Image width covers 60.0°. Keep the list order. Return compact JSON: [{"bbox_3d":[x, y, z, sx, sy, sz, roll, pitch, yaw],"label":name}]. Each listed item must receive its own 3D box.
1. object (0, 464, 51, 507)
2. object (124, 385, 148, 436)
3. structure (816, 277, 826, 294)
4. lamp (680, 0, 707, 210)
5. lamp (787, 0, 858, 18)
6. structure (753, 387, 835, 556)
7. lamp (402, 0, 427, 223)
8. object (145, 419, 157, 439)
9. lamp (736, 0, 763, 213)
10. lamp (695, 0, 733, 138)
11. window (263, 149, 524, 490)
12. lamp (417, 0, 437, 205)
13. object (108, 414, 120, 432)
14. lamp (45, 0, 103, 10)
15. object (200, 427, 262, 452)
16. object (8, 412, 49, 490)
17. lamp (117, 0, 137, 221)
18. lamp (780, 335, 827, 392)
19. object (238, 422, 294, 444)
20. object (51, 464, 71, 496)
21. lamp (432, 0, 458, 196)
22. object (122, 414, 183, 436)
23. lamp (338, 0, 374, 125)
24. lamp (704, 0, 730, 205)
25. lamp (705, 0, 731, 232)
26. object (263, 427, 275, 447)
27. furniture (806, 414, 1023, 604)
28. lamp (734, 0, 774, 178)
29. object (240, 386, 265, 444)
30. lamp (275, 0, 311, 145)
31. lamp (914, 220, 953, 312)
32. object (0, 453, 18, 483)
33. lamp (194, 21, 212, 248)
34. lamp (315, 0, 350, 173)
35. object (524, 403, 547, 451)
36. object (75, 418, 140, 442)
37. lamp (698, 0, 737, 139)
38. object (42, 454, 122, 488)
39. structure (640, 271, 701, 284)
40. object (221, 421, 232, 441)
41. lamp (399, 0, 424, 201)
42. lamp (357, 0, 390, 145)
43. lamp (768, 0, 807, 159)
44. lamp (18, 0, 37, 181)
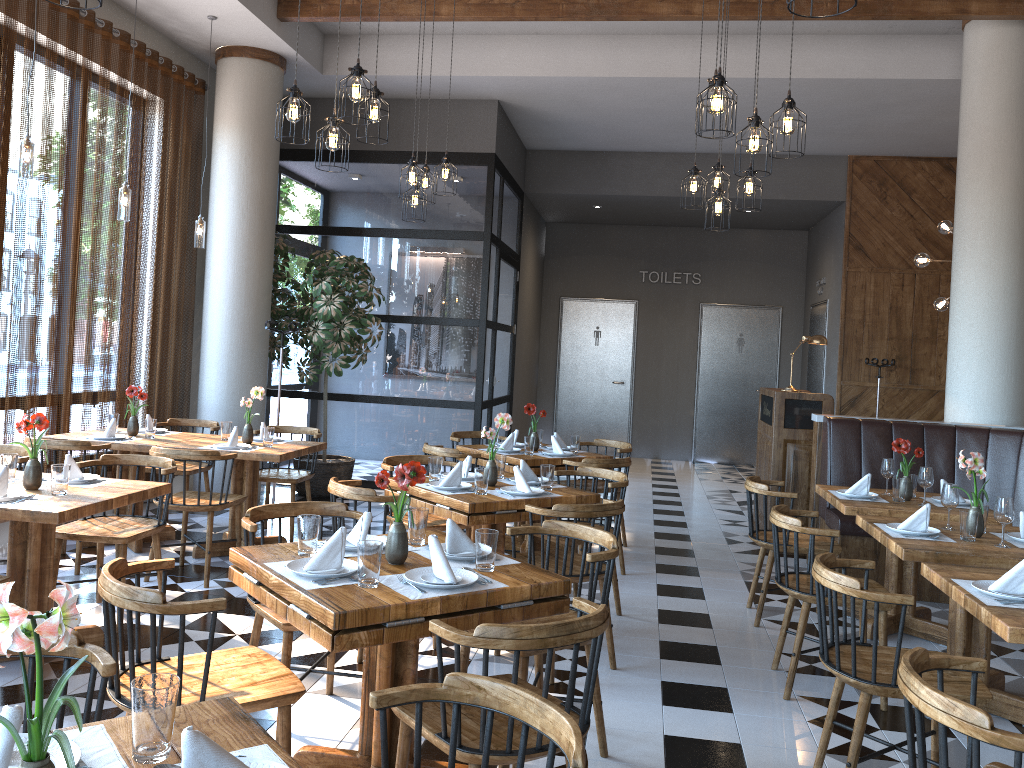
[{"bbox_3d":[-2.180,0.415,3.740,0.352,0.137,0.272,3,2,9],"label":"object"},{"bbox_3d":[-2.678,0.187,6.309,0.156,0.355,0.171,3,0,-15],"label":"object"},{"bbox_3d":[4.139,-1.308,11.870,0.025,0.197,0.565,3,2,9],"label":"structure"},{"bbox_3d":[1.391,-2.335,6.556,0.175,2.071,0.175,3,0,41],"label":"lamp"},{"bbox_3d":[0.878,-2.038,2.360,0.175,2.071,0.175,3,0,-21],"label":"lamp"},{"bbox_3d":[2.463,0.710,7.601,0.645,1.300,1.045,3,1,9],"label":"structure"},{"bbox_3d":[-0.696,-2.282,6.785,0.175,2.071,0.175,3,0,21],"label":"lamp"},{"bbox_3d":[-2.519,0.312,6.172,0.080,0.132,0.080,3,0,24],"label":"object"},{"bbox_3d":[1.732,-2.264,6.290,0.175,2.071,0.175,3,0,19],"label":"lamp"},{"bbox_3d":[1.104,-2.338,4.634,0.175,2.071,0.175,3,0,-8],"label":"lamp"},{"bbox_3d":[-1.402,-0.703,10.343,2.728,3.549,2.185,3,0,9],"label":"window"},{"bbox_3d":[-0.640,-2.461,6.996,0.175,2.071,0.175,3,0,10],"label":"lamp"},{"bbox_3d":[-2.884,0.284,6.409,0.080,0.132,0.080,3,0,24],"label":"object"},{"bbox_3d":[-1.242,-2.161,2.599,0.175,2.071,0.175,3,0,28],"label":"lamp"},{"bbox_3d":[-1.856,0.356,5.877,0.352,0.137,0.272,3,2,9],"label":"object"},{"bbox_3d":[-2.151,0.300,3.953,0.156,0.355,0.171,3,0,-13],"label":"object"},{"bbox_3d":[-2.630,-2.112,6.128,0.078,1.964,0.078,3,0,-6],"label":"lamp"},{"bbox_3d":[2.404,-0.038,7.345,0.445,0.757,0.170,3,0,-16],"label":"lamp"},{"bbox_3d":[-1.782,0.341,6.405,0.352,0.137,0.272,3,2,9],"label":"object"},{"bbox_3d":[-1.987,0.422,3.896,0.080,0.132,0.080,3,0,-6],"label":"object"},{"bbox_3d":[-0.469,-2.504,6.873,0.175,2.071,0.175,3,0,21],"label":"lamp"},{"bbox_3d":[-2.659,0.289,6.539,0.352,0.137,0.272,3,2,9],"label":"object"},{"bbox_3d":[-0.788,-2.445,4.767,0.175,2.071,0.175,3,0,3],"label":"lamp"},{"bbox_3d":[1.586,-2.384,6.637,0.175,2.071,0.175,3,0,-38],"label":"lamp"},{"bbox_3d":[1.537,-2.147,6.407,0.175,2.071,0.175,3,0,-38],"label":"lamp"},{"bbox_3d":[-1.662,0.363,6.041,0.080,0.132,0.080,3,0,-6],"label":"object"},{"bbox_3d":[2.737,0.949,3.438,1.918,1.150,6.588,3,2,9],"label":"furniture"},{"bbox_3d":[1.272,-2.093,4.487,0.175,2.071,0.175,3,0,-8],"label":"lamp"},{"bbox_3d":[-1.801,0.217,6.149,0.146,0.400,0.206,3,0,1],"label":"object"},{"bbox_3d":[-1.154,-2.369,4.879,0.175,2.071,0.175,3,0,-30],"label":"lamp"},{"bbox_3d":[4.653,-1.539,8.530,1.160,2.193,1.187,3,0,-30],"label":"lamp"},{"bbox_3d":[-2.352,0.394,4.133,0.080,0.132,0.080,3,0,-6],"label":"object"},{"bbox_3d":[-2.476,-2.082,7.166,0.078,1.964,0.078,3,-1,41],"label":"lamp"},{"bbox_3d":[-0.949,-2.229,4.943,0.175,2.071,0.175,3,0,3],"label":"lamp"},{"bbox_3d":[0.160,0.325,6.739,0.156,0.355,0.171,3,0,-34],"label":"object"},{"bbox_3d":[-2.733,0.303,6.011,0.352,0.137,0.272,3,2,9],"label":"object"},{"bbox_3d":[1.076,-2.276,4.427,0.175,2.071,0.175,3,0,-19],"label":"lamp"},{"bbox_3d":[-2.106,0.400,4.268,0.352,0.137,0.272,3,2,9],"label":"object"},{"bbox_3d":[2.389,-1.606,13.391,0.916,0.166,0.035,3,0,9],"label":"structure"},{"bbox_3d":[-2.026,0.335,6.278,0.080,0.132,0.080,3,0,-6],"label":"object"},{"bbox_3d":[-0.693,-2.405,6.564,0.175,2.071,0.175,3,0,-12],"label":"lamp"},{"bbox_3d":[-0.726,-2.393,4.965,0.175,2.071,0.175,3,0,-8],"label":"lamp"},{"bbox_3d":[1.474,-2.217,4.593,0.175,2.071,0.175,3,0,-41],"label":"lamp"},{"bbox_3d":[-2.774,-2.169,5.151,0.078,1.964,0.078,3,0,-2],"label":"lamp"}]
